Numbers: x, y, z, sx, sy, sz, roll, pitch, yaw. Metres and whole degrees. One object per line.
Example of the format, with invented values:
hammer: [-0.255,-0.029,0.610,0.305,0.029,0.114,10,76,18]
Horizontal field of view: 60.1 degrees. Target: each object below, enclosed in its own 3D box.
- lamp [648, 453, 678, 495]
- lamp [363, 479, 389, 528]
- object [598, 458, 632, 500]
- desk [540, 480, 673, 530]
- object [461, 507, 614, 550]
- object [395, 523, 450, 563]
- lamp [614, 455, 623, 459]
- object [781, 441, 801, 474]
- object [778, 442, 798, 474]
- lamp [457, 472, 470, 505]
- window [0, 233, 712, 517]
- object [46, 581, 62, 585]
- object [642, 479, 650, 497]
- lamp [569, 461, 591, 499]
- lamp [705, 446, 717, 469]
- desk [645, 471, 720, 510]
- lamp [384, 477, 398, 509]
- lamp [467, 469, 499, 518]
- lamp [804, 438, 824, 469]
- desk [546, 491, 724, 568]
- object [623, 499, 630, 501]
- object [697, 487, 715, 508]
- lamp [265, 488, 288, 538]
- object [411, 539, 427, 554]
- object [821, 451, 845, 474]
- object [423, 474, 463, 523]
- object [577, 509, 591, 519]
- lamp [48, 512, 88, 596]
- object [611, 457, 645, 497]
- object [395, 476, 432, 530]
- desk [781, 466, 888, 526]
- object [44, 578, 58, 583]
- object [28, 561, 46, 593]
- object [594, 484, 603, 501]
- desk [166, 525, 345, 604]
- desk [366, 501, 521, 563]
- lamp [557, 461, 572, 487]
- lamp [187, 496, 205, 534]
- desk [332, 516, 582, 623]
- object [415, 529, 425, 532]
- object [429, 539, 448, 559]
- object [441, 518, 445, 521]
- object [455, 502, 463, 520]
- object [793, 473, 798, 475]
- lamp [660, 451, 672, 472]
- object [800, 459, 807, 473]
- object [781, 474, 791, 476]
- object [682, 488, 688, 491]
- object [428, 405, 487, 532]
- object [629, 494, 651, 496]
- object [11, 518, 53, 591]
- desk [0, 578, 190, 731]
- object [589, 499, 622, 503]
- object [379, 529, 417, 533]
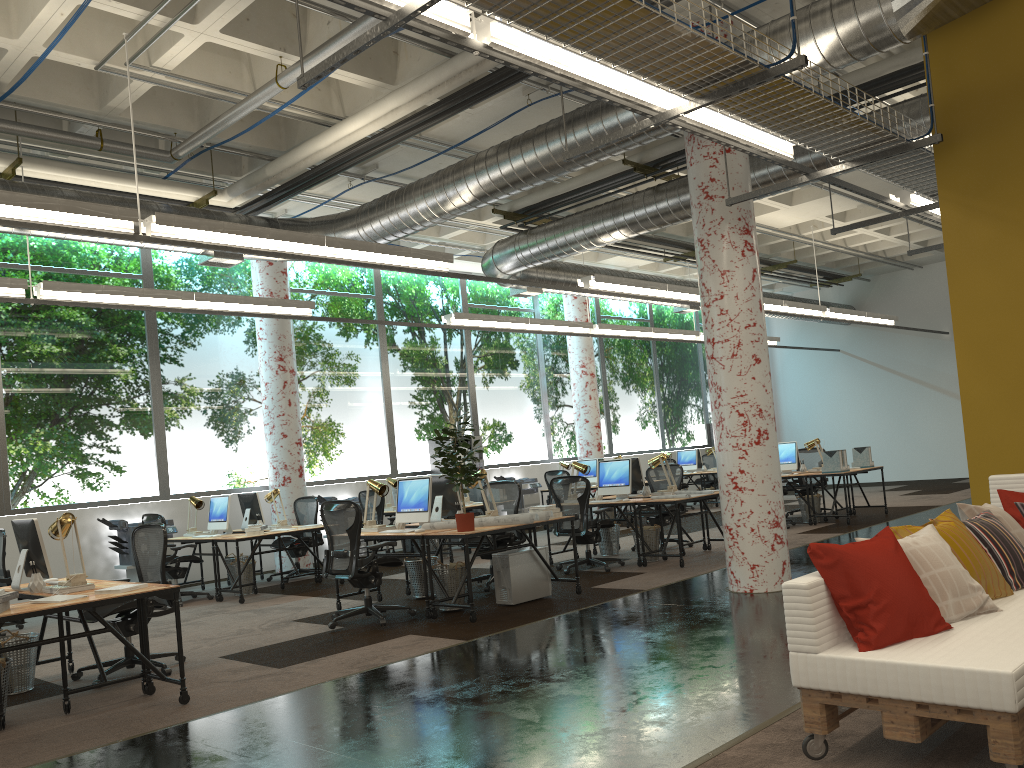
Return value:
lamp: [1.884,1.143,10.743,0.208,0.609,0.530,-4,-3,-26]
lamp: [-1.353,1.232,8.638,0.218,0.609,0.530,-4,-3,-26]
object: [1.241,1.144,10.558,0.485,0.484,0.189,-9,-4,44]
desk: [1.714,2.191,16.069,1.948,0.722,1.399,-10,-6,44]
object: [0.481,2.345,14.856,3.405,0.436,0.368,-2,-5,-36]
object: [-0.762,1.609,8.293,0.851,0.931,0.104,-8,-3,39]
lamp: [2.022,1.607,16.178,0.218,0.609,0.530,-4,-3,-26]
object: [4.265,1.161,13.902,0.485,0.484,0.189,-9,-4,44]
object: [4.083,1.128,13.341,0.485,0.484,0.189,-9,-4,44]
lamp: [-0.754,1.611,13.322,0.218,0.609,0.530,-4,-3,-26]
window: [-2.895,-0.251,14.540,0.050,3.755,26.176,-7,-5,44]
object: [-3.137,1.398,6.225,0.440,0.017,0.118,-10,-7,44]
object: [1.634,1.271,10.836,0.101,0.209,0.102,-5,-3,-1]
lamp: [0.788,1.260,10.931,0.208,0.609,0.530,-4,-3,-26]
lamp: [4.285,1.605,18.505,0.218,0.609,0.530,-4,-3,-26]
desk: [3.977,2.189,18.397,1.948,0.722,1.399,-10,-6,44]
lamp: [-1.855,1.728,13.507,0.208,0.609,0.530,-4,-3,-26]
lamp: [-0.252,1.115,8.452,0.208,0.609,0.530,-4,-3,-26]
lamp: [4.731,1.127,13.529,0.218,0.609,0.530,-4,-3,-26]
desk: [1.581,1.726,10.637,1.948,0.722,1.399,-10,-6,44]
object: [1.317,1.331,10.175,0.106,0.029,0.060,0,-7,-45]
object: [3.967,2.310,18.093,0.360,0.434,0.353,-8,-4,40]
lamp: [-2.934,1.613,11.081,0.208,0.609,0.530,-4,-3,-26]
object: [-1.415,2.431,13.870,0.353,0.434,0.370,-5,-3,-10]
object: [4.549,1.109,12.564,0.281,0.301,0.150,-9,-4,44]
object: [-0.713,1.149,8.828,0.485,0.484,0.189,-9,-4,44]
object: [1.363,2.428,16.725,0.360,0.434,0.353,-8,-4,40]
lamp: [-2.866,1.136,5.718,0.218,0.609,0.530,-4,-3,-26]
object: [1.423,1.176,11.119,0.485,0.484,0.189,-9,-4,44]
object: [-0.895,1.116,8.267,0.485,0.484,0.189,-9,-4,44]
desk: [4.423,1.711,13.420,1.948,0.722,1.399,-10,-6,44]
object: [-3.366,1.433,6.459,0.106,0.029,0.060,0,-7,-45]
object: [-3.120,1.264,5.808,0.101,0.209,0.102,-5,-3,-1]
object: [1.055,1.323,10.832,0.101,0.209,0.102,-5,-3,-1]
desk: [-3.238,2.197,10.974,1.948,0.722,1.399,-10,-6,44]
desk: [-1.062,2.194,13.213,1.948,0.722,1.399,-10,-6,44]
lamp: [0.917,1.725,16.361,0.218,0.609,0.530,-4,-3,-26]
lamp: [-4.035,1.730,11.266,0.218,0.609,0.530,-4,-3,-26]
desk: [-0.555,1.699,8.346,1.948,0.723,1.399,-10,-6,44]
object: [-0.819,1.303,7.884,0.106,0.029,0.060,0,-7,-45]
object: [-1.071,2.315,12.909,0.360,0.434,0.353,-8,-4,40]
object: [-0.748,1.412,9.196,0.106,0.029,0.060,0,-7,-45]
object: [-0.502,1.243,8.545,0.101,0.209,0.102,-5,-3,-1]
object: [4.159,1.315,12.958,0.106,0.029,0.060,0,-7,-45]
lamp: [3.179,1.722,18.689,0.218,0.609,0.530,-4,-3,-26]
object: [4.476,1.255,13.619,0.101,0.209,0.102,-5,-3,-1]
object: [3.931,1.363,13.192,0.440,0.017,0.118,-10,-7,44]
object: [3.626,2.425,19.053,0.360,0.434,0.353,-8,-4,40]
object: [-0.462,0.713,7.513,0.515,1.075,0.438,-7,-3,35]
object: [1.618,1.404,11.253,0.440,0.017,0.118,-10,-7,44]
object: [-3.331,1.170,6.091,0.485,0.484,0.189,-9,-4,44]
desk: [-3.174,1.720,5.609,1.948,0.722,1.399,-10,-6,44]
object: [1.089,1.378,10.409,0.440,0.017,0.118,-10,-7,44]
object: [-1.047,1.351,8.118,0.440,0.017,0.118,-10,-7,44]
